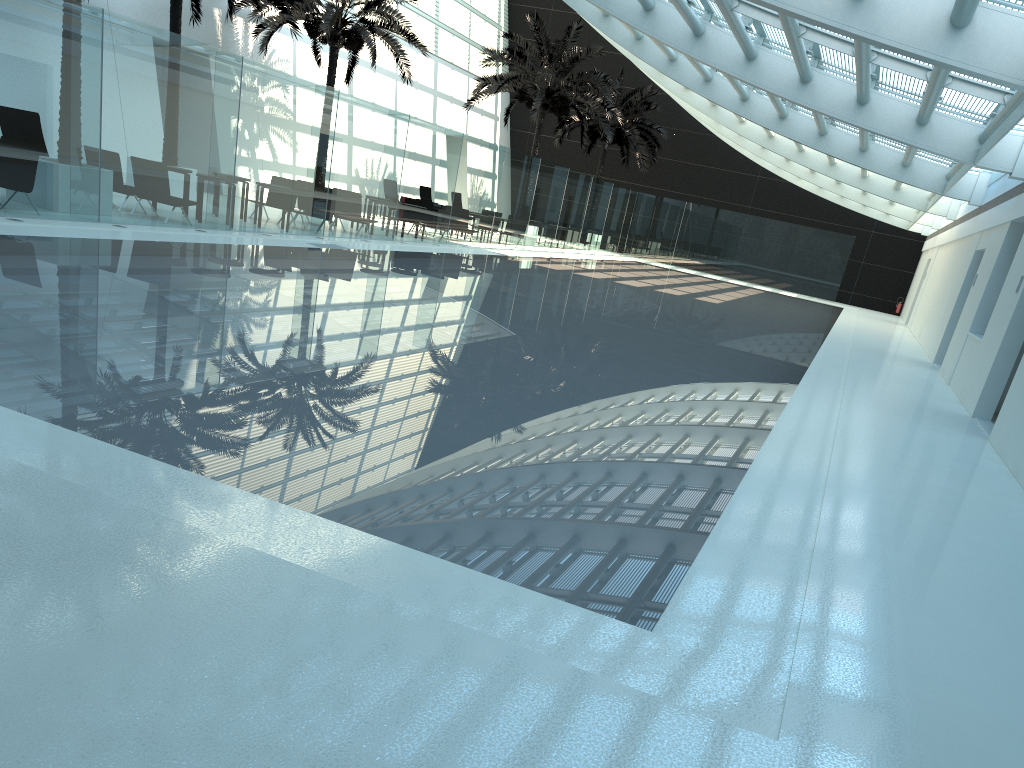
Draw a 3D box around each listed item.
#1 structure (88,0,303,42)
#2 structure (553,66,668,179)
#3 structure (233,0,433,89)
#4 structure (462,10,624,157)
[{"bbox_3d":[-6.879,-7.392,17.698,4.653,7.175,4.050,11,18,-3],"label":"structure"},{"bbox_3d":[3.891,-9.192,36.112,4.468,7.369,4.553,11,18,-3],"label":"structure"},{"bbox_3d":[-4.876,-8.174,23.118,4.625,7.238,4.077,-2,22,-36],"label":"structure"},{"bbox_3d":[0.903,-8.248,28.825,4.781,7.370,4.255,15,18,11],"label":"structure"}]
